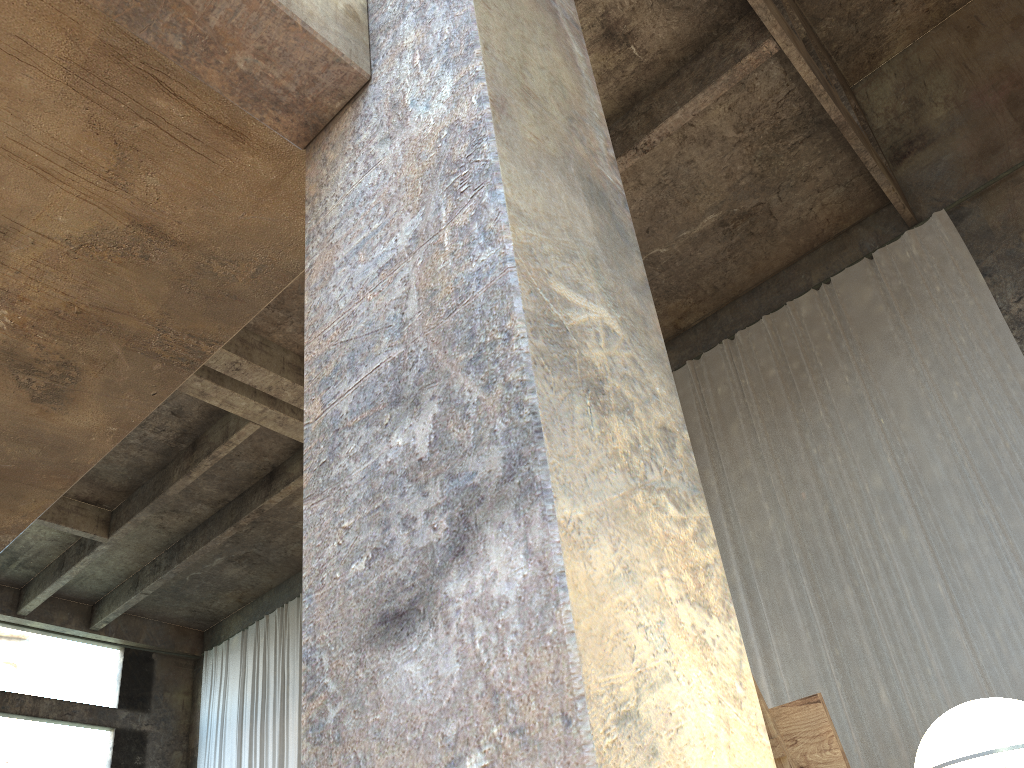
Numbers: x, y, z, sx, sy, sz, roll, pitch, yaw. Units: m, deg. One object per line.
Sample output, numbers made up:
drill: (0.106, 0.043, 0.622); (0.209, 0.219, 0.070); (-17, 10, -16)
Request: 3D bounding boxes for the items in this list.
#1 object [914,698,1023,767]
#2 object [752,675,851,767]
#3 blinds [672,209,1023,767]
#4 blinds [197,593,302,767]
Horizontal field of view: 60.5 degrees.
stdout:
object: (0.752, 0.982, 1.021); (0.679, 1.219, 0.588); (-32, -40, 31)
object: (0.595, 1.335, 2.130); (0.723, 2.016, 0.706); (-30, -39, 30)
blinds: (2.849, 3.177, 10.463); (0.282, 8.129, 8.085); (24, -45, -40)
blinds: (-3.486, 7.429, 15.159); (8.068, 8.129, 0.283); (-32, -40, 31)
